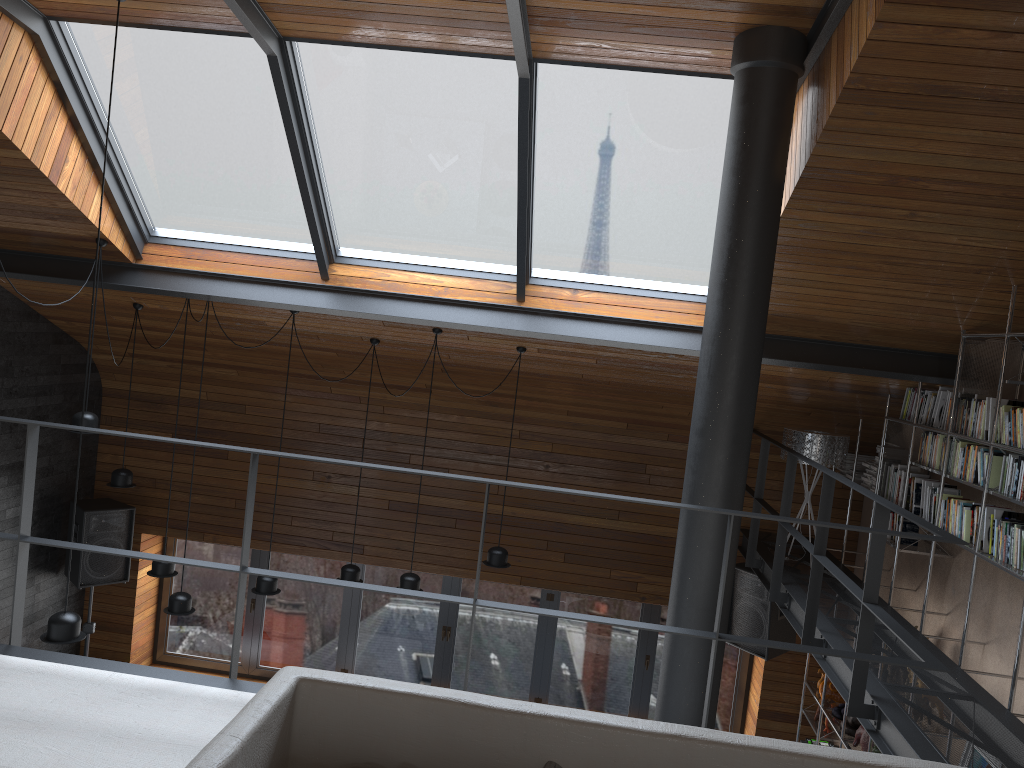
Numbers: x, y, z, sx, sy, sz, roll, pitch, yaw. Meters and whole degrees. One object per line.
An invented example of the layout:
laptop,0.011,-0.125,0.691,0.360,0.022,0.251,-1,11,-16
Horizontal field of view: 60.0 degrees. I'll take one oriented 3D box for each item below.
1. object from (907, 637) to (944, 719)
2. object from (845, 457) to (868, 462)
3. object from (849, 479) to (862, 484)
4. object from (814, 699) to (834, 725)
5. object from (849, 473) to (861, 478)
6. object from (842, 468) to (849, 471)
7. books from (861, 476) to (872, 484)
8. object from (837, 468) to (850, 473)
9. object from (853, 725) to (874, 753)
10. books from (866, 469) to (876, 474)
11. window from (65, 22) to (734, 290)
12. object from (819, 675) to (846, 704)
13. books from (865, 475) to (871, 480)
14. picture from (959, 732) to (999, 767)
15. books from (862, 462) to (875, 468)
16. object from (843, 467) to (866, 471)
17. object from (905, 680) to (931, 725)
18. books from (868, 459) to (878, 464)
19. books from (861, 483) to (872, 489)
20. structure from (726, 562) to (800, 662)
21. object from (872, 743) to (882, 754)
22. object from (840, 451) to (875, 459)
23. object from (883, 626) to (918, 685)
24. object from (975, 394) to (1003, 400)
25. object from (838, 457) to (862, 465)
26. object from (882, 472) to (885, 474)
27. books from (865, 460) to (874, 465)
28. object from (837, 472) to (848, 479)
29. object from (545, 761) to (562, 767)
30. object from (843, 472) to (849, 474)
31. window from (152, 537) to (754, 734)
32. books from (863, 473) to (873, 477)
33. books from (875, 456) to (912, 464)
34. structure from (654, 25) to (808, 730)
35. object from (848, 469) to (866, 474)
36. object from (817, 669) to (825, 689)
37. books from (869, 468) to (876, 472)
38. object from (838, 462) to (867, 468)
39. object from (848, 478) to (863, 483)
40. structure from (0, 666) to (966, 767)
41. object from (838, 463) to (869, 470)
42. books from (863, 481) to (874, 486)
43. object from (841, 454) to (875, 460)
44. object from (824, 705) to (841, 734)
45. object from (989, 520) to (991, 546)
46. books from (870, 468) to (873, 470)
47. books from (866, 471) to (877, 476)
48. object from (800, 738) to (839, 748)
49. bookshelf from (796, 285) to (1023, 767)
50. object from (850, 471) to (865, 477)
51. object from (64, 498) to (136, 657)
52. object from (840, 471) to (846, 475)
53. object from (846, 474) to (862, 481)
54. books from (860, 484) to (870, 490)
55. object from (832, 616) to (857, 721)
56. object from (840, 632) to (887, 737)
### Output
object,2.641,1.847,5.628,0.215,0.458,0.328,7,3,10
object,2.850,0.619,7.320,0.233,0.021,0.174,7,3,5
object,2.804,0.785,7.070,0.201,0.012,0.161,7,3,5
object,2.620,2.686,7.377,0.233,0.229,0.116,3,4,-45
object,2.809,0.735,7.062,0.201,0.013,0.161,7,3,5
object,2.850,0.713,7.330,0.216,0.012,0.161,7,3,5
books,2.807,0.742,6.736,0.240,0.028,0.180,6,3,-5
object,2.832,0.723,7.326,0.243,0.012,0.159,7,3,5
object,2.503,2.390,6.113,0.219,0.440,0.462,7,3,5
books,2.824,0.673,6.738,0.206,0.012,0.161,6,3,-5
window,-0.555,-1.311,5.263,3.818,1.031,1.213,7,3,5
object,2.619,2.458,7.136,0.278,0.222,0.138,7,3,15
books,2.816,0.721,6.720,0.234,0.016,0.182,7,3,10
picture,2.610,2.372,5.003,0.136,0.625,0.544,7,3,5
books,2.820,0.632,6.730,0.268,0.025,0.176,7,3,5
object,2.846,0.698,7.321,0.224,0.017,0.167,7,3,5
object,2.470,1.935,5.386,0.208,0.280,0.131,6,3,-13
books,2.837,0.601,6.733,0.206,0.012,0.161,7,3,5
books,2.804,0.786,6.735,0.234,0.016,0.182,6,3,0
structure,2.131,1.888,7.470,0.488,0.735,0.462,4,4,-35
object,2.447,2.449,5.713,0.255,0.356,0.167,8,3,24
object,2.848,0.583,7.330,0.246,0.016,0.182,7,3,5
object,2.643,1.829,6.079,0.207,0.442,0.328,6,3,-2
object,2.705,0.186,5.062,0.146,0.240,0.023,7,3,5
object,2.835,0.641,7.307,0.252,0.028,0.180,7,3,5
object,2.784,0.651,6.440,0.217,0.013,0.161,7,3,5
books,2.820,0.612,6.739,0.231,0.012,0.159,7,3,10
object,2.829,0.767,7.327,0.234,0.025,0.176,7,3,5
object,0.227,1.038,1.445,1.842,0.246,1.436,7,3,5
object,2.846,0.737,7.334,0.218,0.013,0.161,7,3,5
window,-0.639,2.437,8.595,5.936,1.522,0.101,7,3,5
books,2.816,0.705,6.718,0.234,0.016,0.182,6,3,-5
books,2.783,0.556,6.437,0.228,0.016,0.182,7,3,5
structure,0.834,1.247,3.929,1.197,5.700,1.689,7,3,5
object,2.807,0.706,7.070,0.203,0.013,0.161,7,3,5
object,2.639,2.447,7.385,0.233,0.209,0.107,6,3,-8
books,2.836,0.663,6.739,0.208,0.013,0.161,7,3,10
object,2.836,0.664,7.307,0.246,0.016,0.182,7,3,5
object,2.821,0.774,7.072,0.226,0.012,0.159,7,3,5
structure,-1.133,0.739,0.997,4.614,1.120,2.634,7,3,5
object,2.834,0.680,7.307,0.246,0.016,0.182,7,3,5
books,2.808,0.767,6.738,0.222,0.021,0.174,7,3,5
object,2.845,0.599,7.320,0.246,0.016,0.182,7,3,5
object,2.606,2.700,7.176,0.267,0.223,0.060,4,4,-39
object,2.575,0.806,4.654,0.131,0.180,0.042,7,3,5
books,2.830,0.651,6.730,0.206,0.013,0.161,6,3,0
books,2.828,0.689,6.730,0.213,0.017,0.167,6,3,0
object,2.577,3.065,7.308,0.320,0.114,0.404,7,3,5
bookshelf,2.377,1.261,2.139,0.421,6.219,10.739,7,3,5
object,2.826,0.724,7.044,0.228,0.016,0.182,7,3,5
object,-3.841,2.211,7.898,0.686,2.298,0.639,9,4,43
object,2.845,0.750,7.325,0.216,0.013,0.161,7,3,5
object,2.819,0.755,7.061,0.262,0.025,0.176,7,3,5
books,2.797,0.800,6.752,0.234,0.016,0.182,7,3,5
object,2.651,2.140,6.837,0.244,0.879,0.244,9,4,33
object,2.645,2.176,6.570,0.305,0.840,0.237,7,3,7
